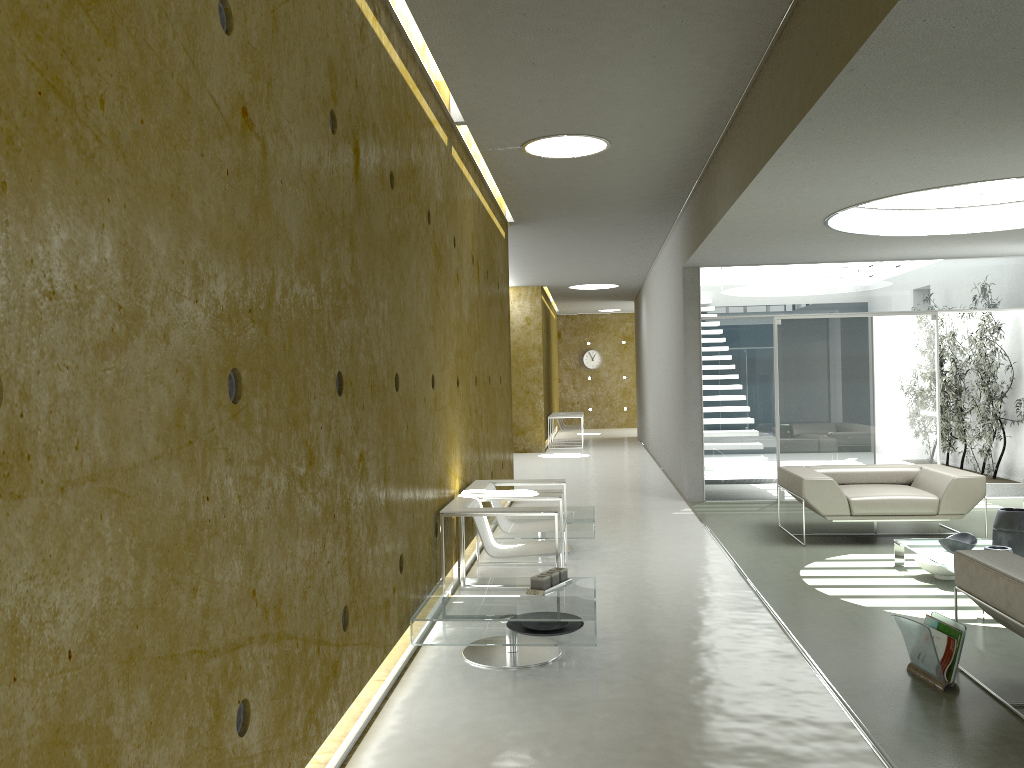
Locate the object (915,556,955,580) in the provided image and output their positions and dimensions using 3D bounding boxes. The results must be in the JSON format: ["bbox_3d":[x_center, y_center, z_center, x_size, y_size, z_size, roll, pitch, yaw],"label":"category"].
[{"bbox_3d":[3.013,1.289,6.168,0.387,0.124,0.387,-1,0,-23],"label":"object"}]

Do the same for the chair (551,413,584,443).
[{"bbox_3d":[1.219,1.001,19.626,0.710,0.667,0.800,-1,0,5],"label":"chair"}]

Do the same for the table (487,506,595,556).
[{"bbox_3d":[0.254,1.260,7.551,0.900,0.300,0.900,-1,0,5],"label":"table"}]

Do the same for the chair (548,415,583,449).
[{"bbox_3d":[1.142,1.006,18.773,0.710,0.667,0.800,-1,0,5],"label":"chair"}]

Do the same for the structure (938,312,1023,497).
[{"bbox_3d":[5.723,-0.032,11.616,0.646,2.589,3.371,-1,0,5],"label":"structure"}]

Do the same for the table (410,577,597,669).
[{"bbox_3d":[-0.003,1.278,4.713,0.900,0.300,0.900,-1,0,5],"label":"table"}]

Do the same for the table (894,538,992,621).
[{"bbox_3d":[3.169,1.249,5.818,0.790,0.200,1.500,-1,0,5],"label":"table"}]

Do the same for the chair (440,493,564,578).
[{"bbox_3d":[-0.038,1.091,5.712,0.710,0.667,0.800,-1,0,5],"label":"chair"}]

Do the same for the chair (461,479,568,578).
[{"bbox_3d":[0.039,1.085,6.565,0.710,0.667,0.800,-1,0,5],"label":"chair"}]

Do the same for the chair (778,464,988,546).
[{"bbox_3d":[3.212,1.047,7.842,1.481,0.583,1.039,-1,0,5],"label":"chair"}]

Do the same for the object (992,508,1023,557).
[{"bbox_3d":[3.336,0.989,5.887,0.265,0.309,0.265,-1,0,-12],"label":"object"}]

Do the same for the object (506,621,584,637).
[{"bbox_3d":[0.168,1.231,4.512,0.394,0.027,0.394,-1,0,-12],"label":"object"}]

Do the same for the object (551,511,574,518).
[{"bbox_3d":[0.421,1.092,7.403,0.197,0.029,0.189,-1,0,5],"label":"object"}]

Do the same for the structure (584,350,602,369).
[{"bbox_3d":[2.305,-0.697,25.267,0.547,0.539,0.016,-1,0,5],"label":"structure"}]

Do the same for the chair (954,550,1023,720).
[{"bbox_3d":[2.843,1.074,3.759,1.481,0.583,1.039,-1,0,5],"label":"chair"}]

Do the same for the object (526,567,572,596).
[{"bbox_3d":[0.207,1.074,4.866,0.118,0.097,0.326,-1,0,30],"label":"object"}]

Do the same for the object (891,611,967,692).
[{"bbox_3d":[1.946,1.241,4.145,0.216,0.288,0.329,-1,0,-5],"label":"object"}]

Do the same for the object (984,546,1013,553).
[{"bbox_3d":[3.084,1.095,5.625,0.177,0.113,0.177,-1,0,-14],"label":"object"}]

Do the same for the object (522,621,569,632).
[{"bbox_3d":[0.168,1.228,4.512,0.239,0.027,0.239,-1,0,22],"label":"object"}]

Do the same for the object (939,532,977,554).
[{"bbox_3d":[3.025,1.089,6.017,0.223,0.125,0.317,-1,0,42],"label":"object"}]

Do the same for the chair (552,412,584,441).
[{"bbox_3d":[1.296,0.995,20.478,0.710,0.667,0.800,-1,0,5],"label":"chair"}]
